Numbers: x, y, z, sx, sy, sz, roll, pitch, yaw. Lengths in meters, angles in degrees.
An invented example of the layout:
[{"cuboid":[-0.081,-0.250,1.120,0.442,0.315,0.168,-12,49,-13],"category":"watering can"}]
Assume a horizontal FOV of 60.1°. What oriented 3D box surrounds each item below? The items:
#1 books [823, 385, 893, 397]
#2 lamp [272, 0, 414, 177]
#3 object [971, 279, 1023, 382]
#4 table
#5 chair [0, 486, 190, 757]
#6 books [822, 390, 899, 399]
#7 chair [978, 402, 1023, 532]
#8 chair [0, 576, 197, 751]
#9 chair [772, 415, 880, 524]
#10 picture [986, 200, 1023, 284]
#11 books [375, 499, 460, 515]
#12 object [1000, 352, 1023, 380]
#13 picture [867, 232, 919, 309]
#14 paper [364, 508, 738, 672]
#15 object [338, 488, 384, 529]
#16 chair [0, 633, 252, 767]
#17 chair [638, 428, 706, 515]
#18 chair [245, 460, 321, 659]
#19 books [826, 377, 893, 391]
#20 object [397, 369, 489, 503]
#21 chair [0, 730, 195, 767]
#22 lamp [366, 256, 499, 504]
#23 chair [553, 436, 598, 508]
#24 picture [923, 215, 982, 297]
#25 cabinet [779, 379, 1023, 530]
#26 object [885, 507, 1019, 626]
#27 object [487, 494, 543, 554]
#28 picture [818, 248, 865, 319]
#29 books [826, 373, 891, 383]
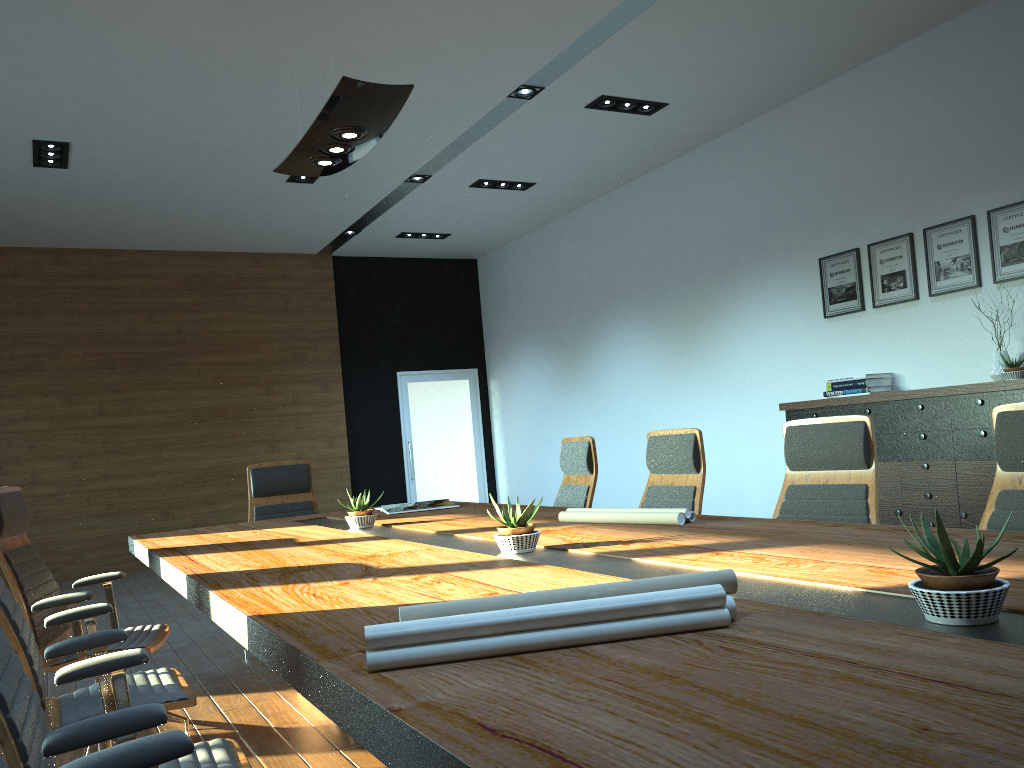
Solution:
[{"cuboid":[2.586,0.055,6.633,0.273,0.041,0.404,-3,-4,-33],"category":"books"},{"cuboid":[-0.850,-1.662,4.050,0.339,1.198,1.200,-4,-2,-28],"category":"lamp"},{"cuboid":[3.107,-0.342,5.625,0.212,0.662,0.445,-5,-2,-13],"category":"object"},{"cuboid":[0.049,0.911,2.733,1.782,0.796,5.557,-3,-4,-28],"category":"table"},{"cuboid":[-1.783,0.972,3.783,0.695,1.126,0.708,-5,-2,-13],"category":"chair"},{"cuboid":[2.608,0.085,6.639,0.322,0.021,0.444,-3,-4,-28],"category":"books"},{"cuboid":[1.350,0.619,2.419,0.695,1.126,0.708,-4,-2,-27],"category":"chair"},{"cuboid":[-1.332,0.876,2.850,0.695,1.126,0.708,-4,-2,-28],"category":"chair"},{"cuboid":[1.029,0.701,3.289,0.695,1.126,0.708,-4,-2,-36],"category":"chair"},{"cuboid":[3.242,-0.916,5.663,0.028,0.483,0.381,-4,-2,-28],"category":"picture"},{"cuboid":[-0.542,0.680,4.969,0.389,0.033,0.546,-4,-4,-17],"category":"books"},{"cuboid":[3.077,-0.113,5.427,0.153,0.187,0.177,-5,-2,12],"category":"object"},{"cuboid":[2.795,-0.826,6.509,0.028,0.483,0.381,-4,-2,-28],"category":"picture"},{"cuboid":[0.266,0.432,2.415,0.629,0.083,2.243,-6,-4,12],"category":"paper"},{"cuboid":[-0.697,0.567,4.074,0.153,0.187,0.177,-6,-3,37],"category":"object"},{"cuboid":[-0.864,0.782,1.984,0.695,1.126,0.708,-4,-2,-26],"category":"chair"},{"cuboid":[0.526,0.787,3.999,0.695,1.126,0.708,-4,-2,-28],"category":"chair"},{"cuboid":[-1.290,1.023,5.299,0.705,1.126,0.698,-4,-2,-26],"category":"chair"},{"cuboid":[2.607,0.003,6.655,0.287,0.063,0.370,-3,-4,-28],"category":"books"},{"cuboid":[-0.959,0.894,12.194,1.196,2.158,0.201,-4,-1,-28],"category":"object"},{"cuboid":[-0.453,0.702,1.255,0.695,1.126,0.708,-4,-2,-32],"category":"chair"},{"cuboid":[-3.286,0.054,8.056,9.379,3.704,16.730,-3,-4,-28],"category":"lamp"},{"cuboid":[0.117,0.870,4.764,0.695,1.126,0.708,-4,-2,-21],"category":"chair"},{"cuboid":[3.018,-0.872,6.086,0.028,0.483,0.381,-4,-2,-28],"category":"picture"},{"cuboid":[2.920,0.631,5.716,0.766,1.231,2.354,-4,-3,-28],"category":"cabinet"},{"cuboid":[0.717,0.283,1.422,0.153,0.187,0.178,-3,-3,-40],"category":"object"},{"cuboid":[0.014,0.424,2.734,0.153,0.187,0.177,-5,-2,12],"category":"object"},{"cuboid":[2.574,-0.781,6.926,0.028,0.483,0.381,-4,-2,-28],"category":"picture"},{"cuboid":[2.602,-0.044,6.656,0.291,0.032,0.363,-3,-4,-30],"category":"books"}]
